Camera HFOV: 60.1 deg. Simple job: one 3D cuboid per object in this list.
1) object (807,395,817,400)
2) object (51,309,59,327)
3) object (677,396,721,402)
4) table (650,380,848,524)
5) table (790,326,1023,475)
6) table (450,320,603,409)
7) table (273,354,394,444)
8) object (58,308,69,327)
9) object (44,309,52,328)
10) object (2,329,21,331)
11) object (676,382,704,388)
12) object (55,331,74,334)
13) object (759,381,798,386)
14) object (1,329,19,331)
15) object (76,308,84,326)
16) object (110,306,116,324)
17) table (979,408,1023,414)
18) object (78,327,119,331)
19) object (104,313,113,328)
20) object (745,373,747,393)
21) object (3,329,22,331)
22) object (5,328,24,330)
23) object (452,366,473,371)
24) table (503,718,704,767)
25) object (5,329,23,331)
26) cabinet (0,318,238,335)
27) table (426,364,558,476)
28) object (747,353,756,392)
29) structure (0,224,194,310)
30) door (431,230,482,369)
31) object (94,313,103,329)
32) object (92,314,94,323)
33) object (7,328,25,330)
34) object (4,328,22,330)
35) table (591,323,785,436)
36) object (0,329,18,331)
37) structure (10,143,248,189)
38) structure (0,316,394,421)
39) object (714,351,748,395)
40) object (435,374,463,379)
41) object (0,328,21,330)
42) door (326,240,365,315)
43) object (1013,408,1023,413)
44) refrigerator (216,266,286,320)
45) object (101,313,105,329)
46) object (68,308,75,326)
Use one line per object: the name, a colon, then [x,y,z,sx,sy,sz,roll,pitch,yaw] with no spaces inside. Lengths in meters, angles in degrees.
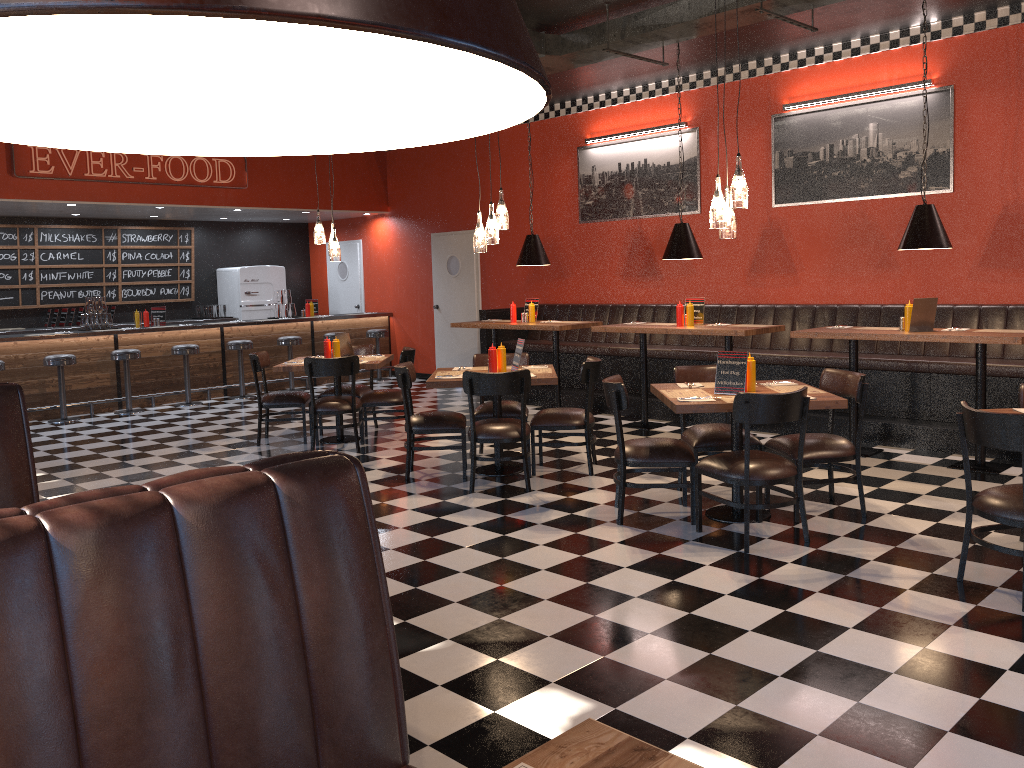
object: [1.641,0.067,5.111,0.157,0.019,0.256,-2,7,0]
object: [-6.451,-0.930,12.504,0.073,0.259,0.192,-6,7,-42]
object: [1.086,0.082,5.128,0.255,0.019,0.158,-1,7,3]
table: [1.412,0.428,5.465,0.960,0.771,0.960,-2,6,1]
table: [3.116,0.087,6.874,0.697,0.996,1.694,-7,8,-44]
table: [0.147,-0.188,9.883,0.697,0.996,1.694,-7,8,-44]
table: [-1.660,0.156,8.476,0.956,0.771,0.964,-2,6,1]
object: [-6.373,-0.943,12.583,0.188,0.256,0.072,3,7,40]
object: [-6.521,-0.921,12.443,0.070,0.257,0.189,-5,6,-37]
object: [-6.877,-0.739,12.080,0.366,0.001,0.261,-7,9,-39]
object: [1.158,0.006,5.733,0.157,0.019,0.256,-2,7,2]
object: [-5.444,-0.628,10.756,0.255,0.019,0.158,4,9,41]
object: [1.689,-0.005,5.688,0.255,0.019,0.158,-3,7,-6]
object: [-6.877,-0.740,12.080,0.366,0.001,0.261,-8,9,-42]
object: [-6.214,-0.967,12.739,0.070,0.257,0.189,-6,7,-41]
object: [-5.895,-1.016,13.053,0.072,0.256,0.188,-6,7,-39]
table: [2.854,0.557,4.041,0.960,0.771,0.960,-2,6,1]
object: [-5.279,-0.700,11.304,0.438,0.018,0.273,-9,10,-44]
object: [-5.158,-0.804,11.322,0.105,0.208,0.106,-2,5,1]
object: [1.382,-0.063,5.334,0.068,0.237,0.068,-6,6,-39]
object: [-6.876,-0.738,12.080,0.366,0.001,0.261,-9,10,-44]
object: [-6.877,-0.749,12.079,0.366,0.001,0.261,-9,10,-44]
object: [-0.405,-0.128,7.228,0.157,0.019,0.256,-1,7,3]
table: [-0.122,1.073,0.603,1.696,0.771,0.958,-8,9,-44]
object: [-6.876,-0.737,12.080,0.366,0.001,0.261,-8,10,-43]
cabinet: [-6.389,-0.278,12.312,5.299,0.995,0.676,-9,8,-44]
table: [-0.132,0.295,6.948,0.960,0.771,0.960,-2,6,1]
object: [1.449,-0.073,5.398,0.068,0.237,0.068,-6,6,-39]
structure: [-6.625,-1.633,12.346,4.555,1.142,0.200,-9,8,-44]
door: [-0.812,-1.107,12.799,0.162,2.171,1.028,-6,7,-44]
object: [-5.251,-0.791,11.242,0.105,0.208,0.106,-2,5,1]
object: [-5.333,-0.797,11.315,0.105,0.208,0.106,-2,5,1]
object: [-6.877,-0.748,12.079,0.366,0.001,0.261,-8,10,-43]
object: [-6.877,-0.750,12.079,0.261,0.001,0.366,5,10,45]
table: [1.636,-0.050,8.374,0.697,0.996,1.694,-7,8,-44]
object: [-6.877,-0.741,12.079,0.261,0.001,0.366,5,10,44]
structure: [-4.644,-2.715,11.038,2.883,0.437,0.122,-9,8,-44]
structure: [-4.385,-0.176,11.536,7.060,1.036,0.216,-9,8,-44]
object: [1.309,-0.065,5.294,0.188,0.256,0.072,2,6,35]
object: [-0.453,-0.059,6.674,0.255,0.019,0.158,-2,7,0]
object: [-6.877,-0.751,12.079,0.366,0.001,0.261,-8,10,-43]
door: [-2.784,-1.290,14.798,0.162,2.171,1.028,-6,7,-44]
object: [2.578,0.134,4.320,0.157,0.019,0.256,-1,7,4]
refrigerator: [-4.163,-1.002,14.342,0.805,1.797,0.850,-7,7,-44]
object: [-5.249,-0.810,11.398,0.105,0.208,0.106,-2,5,1]
object: [-6.294,-0.955,12.662,0.072,0.256,0.188,-6,7,-39]
